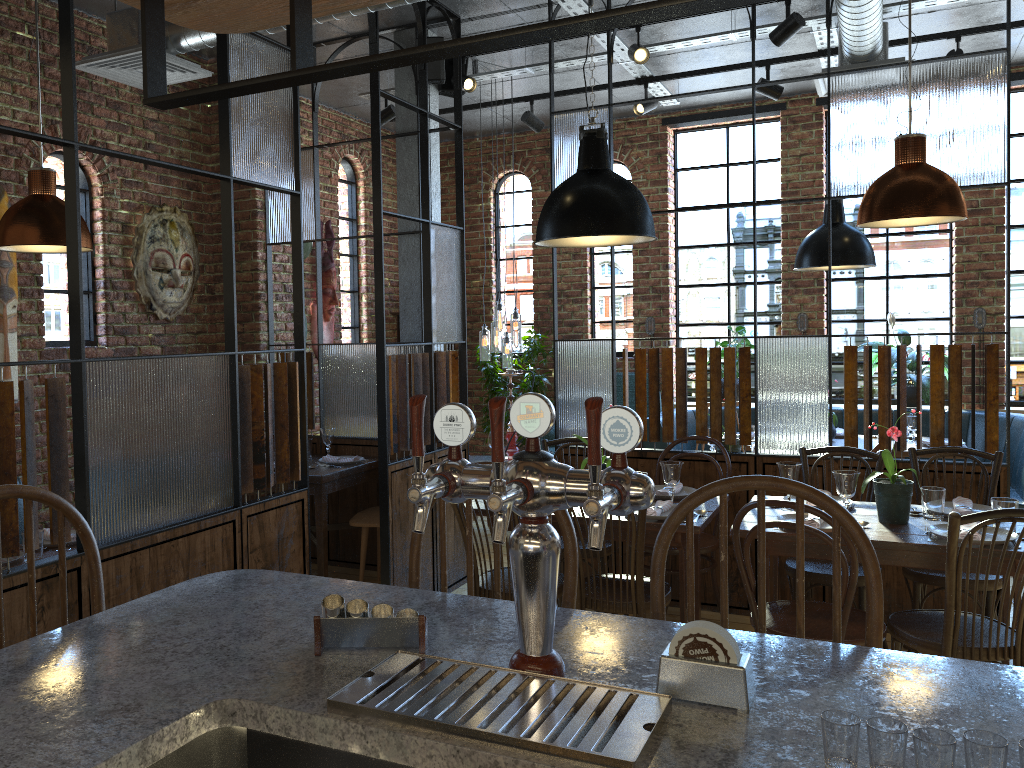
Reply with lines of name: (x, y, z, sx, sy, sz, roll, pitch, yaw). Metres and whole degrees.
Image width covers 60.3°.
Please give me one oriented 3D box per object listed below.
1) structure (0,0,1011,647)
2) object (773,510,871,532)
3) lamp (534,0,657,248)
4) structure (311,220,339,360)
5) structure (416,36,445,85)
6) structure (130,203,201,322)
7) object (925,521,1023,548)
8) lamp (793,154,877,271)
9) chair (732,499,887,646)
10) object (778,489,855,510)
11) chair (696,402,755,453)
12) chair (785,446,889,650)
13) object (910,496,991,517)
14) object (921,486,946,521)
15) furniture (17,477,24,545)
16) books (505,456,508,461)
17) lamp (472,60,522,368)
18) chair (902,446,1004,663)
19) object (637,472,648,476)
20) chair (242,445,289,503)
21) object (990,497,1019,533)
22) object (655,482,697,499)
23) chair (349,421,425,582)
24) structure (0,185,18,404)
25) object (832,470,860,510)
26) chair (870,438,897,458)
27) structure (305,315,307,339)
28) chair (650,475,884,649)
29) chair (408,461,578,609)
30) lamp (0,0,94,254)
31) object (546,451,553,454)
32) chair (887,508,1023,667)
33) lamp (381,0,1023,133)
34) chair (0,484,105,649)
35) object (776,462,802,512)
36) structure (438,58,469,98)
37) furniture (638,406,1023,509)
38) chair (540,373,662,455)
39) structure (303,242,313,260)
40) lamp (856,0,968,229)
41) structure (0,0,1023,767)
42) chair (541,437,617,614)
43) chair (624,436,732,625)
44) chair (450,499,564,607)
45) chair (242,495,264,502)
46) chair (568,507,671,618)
structure: (1.019, -0.341, 2.343, 5.940, 3.322, 5.948, -1, 3, 8)
object: (1.149, 0.508, 3.280, 0.338, 0.051, 0.259, 1, 4, 28)
lamp: (0.350, -1.280, 3.821, 0.554, 1.325, 0.505, 0, 3, 37)
structure: (-1.501, -0.716, 6.981, 0.220, 1.145, 0.233, -2, 2, -20)
structure: (-0.481, -1.912, 5.219, 0.165, 0.267, 0.185, -1, 2, -3)
structure: (-2.102, -0.748, 5.438, 0.131, 0.726, 0.568, 0, 3, 23)
object: (1.612, 0.512, 3.047, 0.338, 0.051, 0.259, 1, 4, 28)
lamp: (2.213, -1.460, 6.060, 0.554, 1.325, 0.505, 1, 3, 42)
chair: (1.029, 0.816, 3.041, 0.459, 0.920, 0.524, 1, 3, 42)
object: (1.255, 0.481, 3.674, 0.338, 0.051, 0.259, 1, 4, 28)
chair: (1.361, 0.625, 5.431, 0.534, 1.005, 0.453, -1, 2, -3)
chair: (1.411, 0.758, 3.847, 0.422, 0.914, 0.500, 0, 3, 29)
object: (1.736, 0.484, 3.450, 0.338, 0.051, 0.259, 1, 4, 28)
object: (1.606, 0.457, 3.360, 0.083, 0.119, 0.086, -2, 3, -13)
furniture: (-2.128, 0.911, 3.481, 1.548, 0.821, 1.391, 0, 3, 25)
books: (0.058, 0.559, 6.608, 0.260, 0.028, 0.168, -4, 5, -41)
lamp: (-0.145, -1.162, 6.269, 0.480, 2.117, 0.302, -3, 3, -40)
chair: (1.880, 0.752, 3.754, 0.422, 0.914, 0.500, 0, 3, 29)
object: (0.554, 0.450, 3.865, 0.085, 0.119, 0.083, -1, 2, 7)
chair: (-1.369, 0.761, 4.838, 0.399, 0.914, 0.530, -2, 2, -11)
object: (1.748, 0.468, 3.127, 0.084, 0.119, 0.084, -1, 2, 0)
object: (0.682, 0.476, 3.974, 0.338, 0.051, 0.259, 1, 4, 28)
chair: (-0.674, 0.695, 5.060, 0.460, 1.005, 0.526, -1, 2, 11)
structure: (-2.545, -0.456, 4.392, 0.097, 1.119, 0.223, 0, 2, 23)
object: (1.272, 0.430, 3.354, 0.096, 0.191, 0.101, -2, 2, -18)
chair: (1.717, 0.705, 4.601, 0.418, 0.920, 0.576, -3, 3, -43)
structure: (-1.623, -0.276, 6.545, 0.108, 0.639, 0.354, 0, 2, 24)
chair: (0.445, 0.785, 1.578, 0.448, 1.194, 0.400, 0, 2, 19)
chair: (-0.106, 0.781, 1.850, 0.453, 1.194, 0.396, 0, 2, 29)
lamp: (-1.889, -1.205, 3.518, 0.379, 1.333, 0.358, -1, 2, 17)
object: (0.141, 0.411, 4.089, 0.094, 0.191, 0.103, -3, 3, -41)
chair: (1.491, 0.814, 2.898, 0.405, 0.914, 0.522, -1, 2, -1)
lamp: (0.878, -1.754, 2.787, 7.499, 0.273, 6.040, 0, 4, 25)
chair: (-0.898, 0.807, 1.715, 0.431, 1.194, 0.416, 0, 2, 34)
object: (1.130, 0.419, 3.593, 0.103, 0.191, 0.094, 1, 3, 45)
structure: (-0.365, -1.931, 5.486, 0.178, 0.267, 0.171, -2, 3, -25)
furniture: (2.383, 0.629, 6.395, 2.711, 0.821, 1.316, 0, 3, 26)
chair: (0.717, 0.474, 7.313, 0.984, 1.096, 0.846, -4, 3, -41)
structure: (-1.624, -1.159, 6.555, 0.153, 0.520, 0.512, 0, 3, 23)
lamp: (1.475, -1.267, 3.264, 0.367, 1.333, 0.370, -1, 2, -3)
structure: (0.127, 0.355, 0.659, 2.427, 2.171, 1.678, 0, 3, 25)
chair: (0.319, 0.750, 4.388, 0.412, 0.914, 0.513, -1, 2, 9)
chair: (0.818, 0.741, 4.343, 0.459, 0.920, 0.524, 1, 3, 42)
chair: (0.003, 0.805, 3.593, 0.422, 0.914, 0.500, 0, 3, 29)
chair: (-1.774, 0.726, 5.565, 0.418, 0.920, 0.576, -3, 3, -43)
chair: (0.410, 0.805, 3.444, 0.420, 0.914, 0.503, 0, 2, 24)
